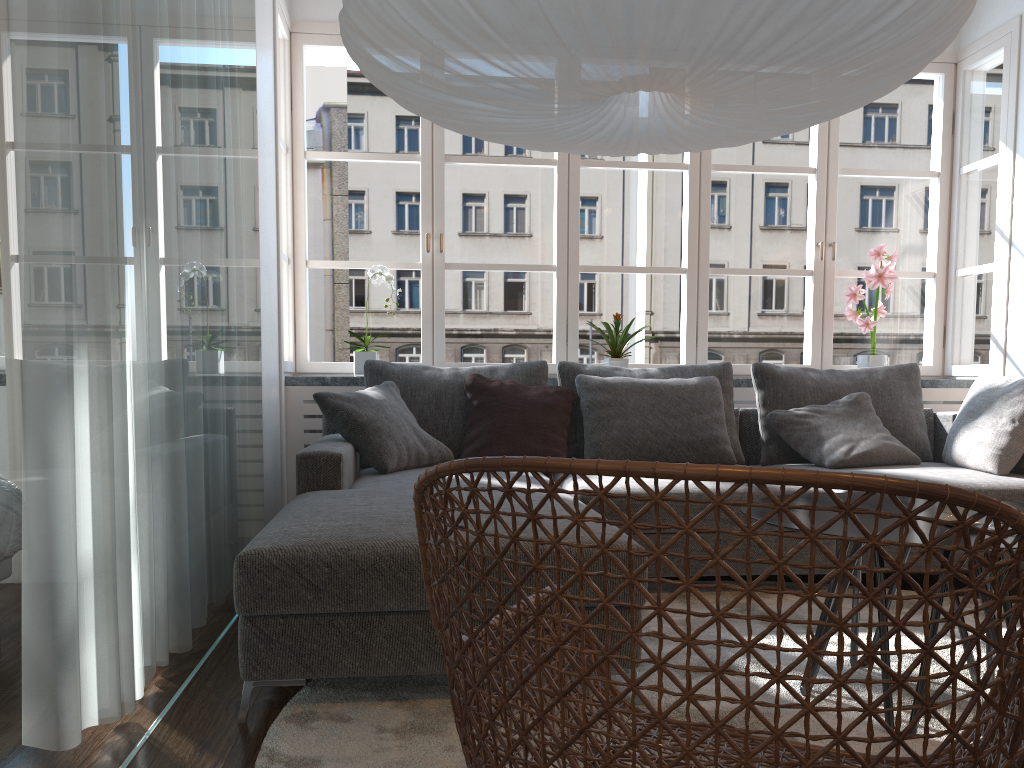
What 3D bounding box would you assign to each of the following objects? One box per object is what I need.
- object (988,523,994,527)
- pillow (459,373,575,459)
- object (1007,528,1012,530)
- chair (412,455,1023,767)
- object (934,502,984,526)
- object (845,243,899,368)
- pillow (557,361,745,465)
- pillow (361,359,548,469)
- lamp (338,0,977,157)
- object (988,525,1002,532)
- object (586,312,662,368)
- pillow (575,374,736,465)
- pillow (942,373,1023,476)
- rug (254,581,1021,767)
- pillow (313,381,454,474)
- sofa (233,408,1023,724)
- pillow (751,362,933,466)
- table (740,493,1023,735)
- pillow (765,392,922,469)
[{"bbox_3d":[1.102,0.314,2.003,0.124,0.010,0.026,0,1,-40],"label":"object"},{"bbox_3d":[0.029,0.156,3.776,0.521,0.405,0.309,0,3,-4],"label":"pillow"},{"bbox_3d":[1.122,0.312,1.910,0.168,0.015,0.015,0,2,-19],"label":"object"},{"bbox_3d":[0.284,0.427,1.162,0.717,0.713,0.683,1,3,26],"label":"chair"},{"bbox_3d":[1.004,0.284,1.995,0.091,0.069,0.138,0,1,6],"label":"object"},{"bbox_3d":[1.856,-0.371,4.567,0.201,0.694,0.296,-2,4,-27],"label":"object"},{"bbox_3d":[0.622,0.132,4.007,0.839,0.477,0.275,0,3,-6],"label":"pillow"},{"bbox_3d":[-0.242,0.130,3.900,0.836,0.480,0.274,0,3,-6],"label":"pillow"},{"bbox_3d":[0.322,-0.763,2.187,1.469,0.211,1.466,0,0,30],"label":"lamp"},{"bbox_3d":[1.099,0.311,1.945,0.163,0.016,0.025,0,1,-31],"label":"object"},{"bbox_3d":[0.554,-0.195,4.425,0.376,0.330,0.321,-1,3,-31],"label":"object"},{"bbox_3d":[0.624,0.158,3.866,0.666,0.399,0.291,0,3,-6],"label":"pillow"},{"bbox_3d":[1.986,0.159,3.688,0.286,0.416,0.492,0,2,-7],"label":"pillow"},{"bbox_3d":[0.871,0.786,2.076,2.835,0.012,2.829,0,0,-26],"label":"rug"},{"bbox_3d":[-0.509,0.168,3.572,0.346,0.361,0.514,2,2,33],"label":"pillow"},{"bbox_3d":[0.769,0.452,3.170,3.067,0.675,2.033,0,1,-6],"label":"sofa"},{"bbox_3d":[1.532,0.137,4.097,0.836,0.479,0.274,0,3,-6],"label":"pillow"},{"bbox_3d":[0.990,0.555,2.168,0.847,0.475,0.844,0,1,-4],"label":"table"},{"bbox_3d":[1.438,0.197,3.850,0.492,0.322,0.443,0,2,-25],"label":"pillow"}]
